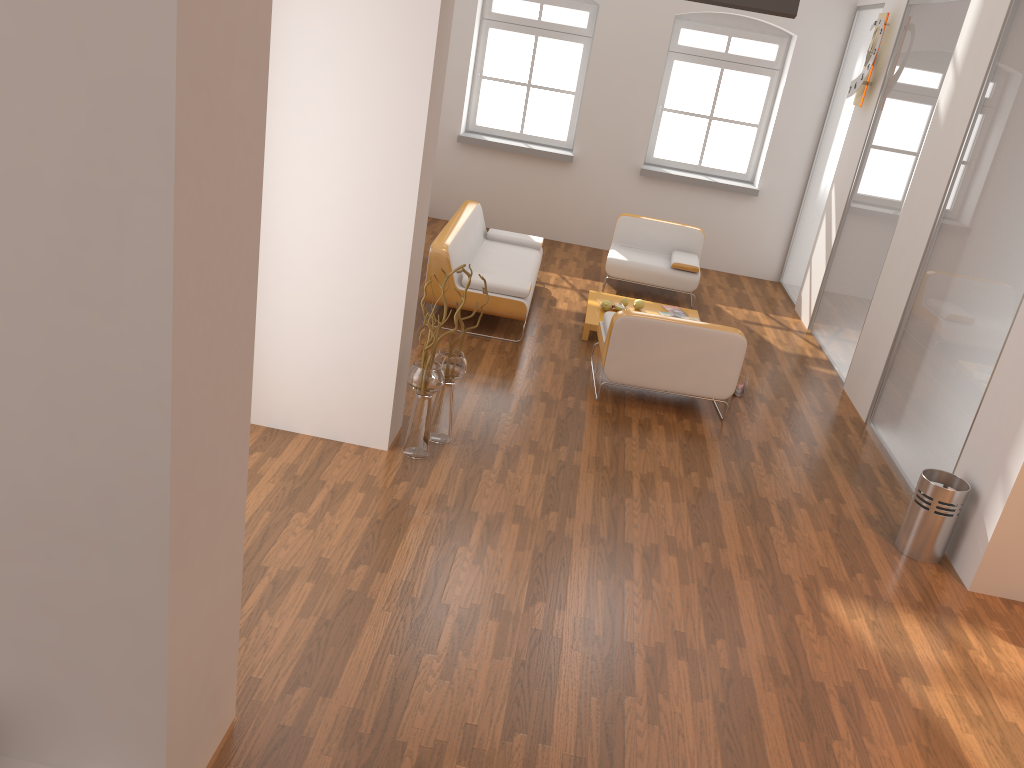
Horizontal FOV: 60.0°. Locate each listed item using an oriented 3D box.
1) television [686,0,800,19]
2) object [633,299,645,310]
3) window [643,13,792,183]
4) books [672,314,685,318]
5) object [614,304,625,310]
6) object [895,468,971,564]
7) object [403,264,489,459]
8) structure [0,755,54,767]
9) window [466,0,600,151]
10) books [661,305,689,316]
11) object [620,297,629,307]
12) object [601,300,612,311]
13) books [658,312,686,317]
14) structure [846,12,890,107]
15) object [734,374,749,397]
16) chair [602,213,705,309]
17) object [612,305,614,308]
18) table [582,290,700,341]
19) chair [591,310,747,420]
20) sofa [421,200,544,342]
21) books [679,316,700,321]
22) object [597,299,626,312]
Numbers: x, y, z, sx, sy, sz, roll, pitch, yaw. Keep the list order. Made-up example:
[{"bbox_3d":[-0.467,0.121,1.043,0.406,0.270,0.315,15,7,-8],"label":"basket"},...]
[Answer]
[{"bbox_3d":[0.765,-2.303,4.269,1.388,0.803,0.266,11,22,3],"label":"television"},{"bbox_3d":[1.116,-0.700,7.798,0.105,0.091,0.103,9,22,-2],"label":"object"},{"bbox_3d":[2.290,-3.228,9.989,1.308,1.737,0.142,11,22,3],"label":"window"},{"bbox_3d":[1.469,-0.559,7.710,0.171,0.004,0.249,20,24,24],"label":"books"},{"bbox_3d":[0.920,-0.644,7.620,0.091,0.065,0.092,-5,27,-32],"label":"object"},{"bbox_3d":[2.276,0.715,4.808,0.248,0.450,0.248,-10,29,-39],"label":"object"},{"bbox_3d":[-0.422,-0.120,4.815,0.284,1.112,0.655,20,24,22],"label":"object"},{"bbox_3d":[0.200,0.800,0.346,4.630,3.042,3.450,11,22,3],"label":"structure"},{"bbox_3d":[0.226,-3.631,10.095,1.308,1.737,0.142,11,22,3],"label":"window"},{"bbox_3d":[1.460,-0.660,7.959,0.171,0.004,0.249,3,23,-15],"label":"books"},{"bbox_3d":[0.988,-0.723,7.804,0.080,0.087,0.094,23,25,28],"label":"object"},{"bbox_3d":[0.812,-0.672,7.587,0.102,0.095,0.101,-1,25,-25],"label":"object"},{"bbox_3d":[1.422,-0.602,7.804,0.249,0.004,0.171,1,24,-20],"label":"books"},{"bbox_3d":[3.250,-2.919,8.004,0.125,0.800,0.605,11,22,3],"label":"structure"},{"bbox_3d":[1.697,-0.060,6.734,0.189,0.217,0.281,15,23,11],"label":"object"},{"bbox_3d":[1.431,-1.258,8.915,0.923,0.661,0.825,12,22,6],"label":"chair"},{"bbox_3d":[0.843,-0.678,7.679,0.134,0.037,0.061,14,23,10],"label":"object"},{"bbox_3d":[1.131,-0.516,7.681,1.000,0.150,1.000,11,22,3],"label":"table"},{"bbox_3d":[1.096,-0.255,6.363,0.923,0.661,0.825,9,22,-2],"label":"chair"},{"bbox_3d":[-0.181,-1.061,7.770,0.825,0.661,2.010,10,22,1],"label":"sofa"},{"bbox_3d":[1.573,-0.535,7.684,0.171,0.004,0.249,5,23,-13],"label":"books"},{"bbox_3d":[0.853,-0.663,7.655,0.227,0.048,0.227,7,22,-7],"label":"object"}]
